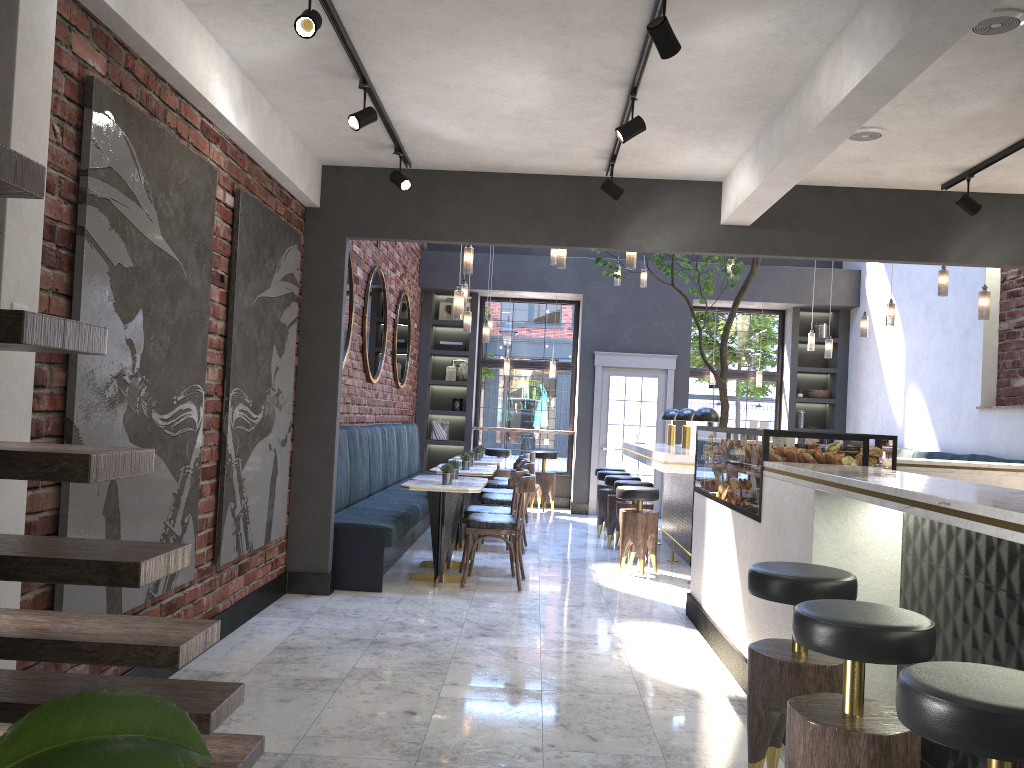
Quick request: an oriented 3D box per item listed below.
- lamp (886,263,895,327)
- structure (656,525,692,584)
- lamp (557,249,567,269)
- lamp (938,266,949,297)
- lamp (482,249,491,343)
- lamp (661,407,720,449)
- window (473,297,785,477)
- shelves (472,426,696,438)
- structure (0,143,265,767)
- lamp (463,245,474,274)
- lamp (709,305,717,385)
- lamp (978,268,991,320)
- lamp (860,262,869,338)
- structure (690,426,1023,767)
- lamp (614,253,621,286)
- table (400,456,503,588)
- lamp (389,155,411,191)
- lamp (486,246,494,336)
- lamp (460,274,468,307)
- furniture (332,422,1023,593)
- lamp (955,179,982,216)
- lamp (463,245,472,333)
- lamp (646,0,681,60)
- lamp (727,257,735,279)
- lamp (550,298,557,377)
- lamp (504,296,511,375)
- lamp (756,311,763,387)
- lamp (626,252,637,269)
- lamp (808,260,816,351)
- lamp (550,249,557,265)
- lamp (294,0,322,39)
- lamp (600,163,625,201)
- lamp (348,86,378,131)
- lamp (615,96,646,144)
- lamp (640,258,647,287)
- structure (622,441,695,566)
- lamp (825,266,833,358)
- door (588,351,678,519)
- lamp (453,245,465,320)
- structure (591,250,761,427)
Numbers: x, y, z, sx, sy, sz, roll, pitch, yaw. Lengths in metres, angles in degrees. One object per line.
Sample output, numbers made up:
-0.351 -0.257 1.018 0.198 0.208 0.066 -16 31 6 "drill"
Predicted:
3.746 -2.607 8.599 0.078 4.104 0.078 4 -2 -36 "lamp"
1.739 1.604 8.987 0.496 0.210 3.499 3 -2 2 "structure"
0.526 -3.053 7.714 0.078 4.104 0.078 2 -2 31 "lamp"
3.724 -2.790 7.508 0.078 4.104 0.078 3 -1 -14 "lamp"
-0.211 -2.541 10.528 0.078 4.104 0.078 3 -1 -14 "lamp"
1.132 -1.121 5.511 4.183 3.255 8.836 3 -2 -15 "lamp"
1.571 -1.511 6.738 6.405 5.363 12.713 3 -2 2 "window"
1.639 0.733 12.591 4.403 0.043 0.384 3 -2 2 "shelves"
-1.139 -0.302 1.108 1.000 2.844 3.031 3 -2 2 "structure"
-0.274 -2.984 7.552 0.078 4.104 0.078 3 -1 -14 "lamp"
2.875 -0.702 12.590 0.078 1.429 0.078 4 -2 -36 "lamp"
3.692 -2.539 6.803 0.078 4.104 0.078 3 -1 -14 "lamp"
3.761 -2.536 9.270 0.078 4.104 0.078 4 -2 -36 "lamp"
2.764 0.912 3.160 3.205 1.300 5.807 3 -2 2 "structure"
1.332 -3.205 10.450 0.078 4.104 0.078 3 -1 -14 "lamp"
1.504 1.318 8.889 4.599 0.751 4.831 3 -2 2 "table"
-0.718 -1.356 5.720 0.157 0.235 0.087 1 -2 43 "lamp"
-0.190 -2.655 11.104 0.078 4.104 0.078 3 -1 -14 "lamp"
-0.380 -2.805 8.713 0.078 4.104 0.078 3 -1 9 "lamp"
1.517 1.120 8.938 6.021 1.151 5.342 3 -2 2 "furniture"
2.897 -1.183 5.623 0.157 0.235 0.087 3 -1 -4 "lamp"
-0.372 -2.589 9.352 0.078 4.104 0.078 3 -1 9 "lamp"
0.585 -1.372 3.396 0.087 0.238 0.157 2 -2 41 "lamp"
2.666 -3.292 10.471 0.078 4.104 0.078 3 -1 -14 "lamp"
0.611 -0.811 12.653 0.078 1.429 0.078 4 -2 -36 "lamp"
-0.045 -0.842 12.671 0.078 1.429 0.078 2 -2 31 "lamp"
3.531 -0.671 12.572 0.078 1.429 0.078 2 -2 31 "lamp"
1.008 -2.933 6.831 0.078 4.104 0.078 2 -2 31 "lamp"
3.808 -2.461 11.044 0.078 4.104 0.078 3 -1 -14 "lamp"
0.573 -3.402 10.096 0.078 4.104 0.078 3 -1 -14 "lamp"
-0.784 -1.437 3.425 0.087 0.235 0.157 3 -2 -4 "lamp"
0.646 -1.292 5.685 0.157 0.238 0.087 3 -1 -4 "lamp"
-0.759 -1.400 4.525 0.087 0.238 0.157 2 -2 41 "lamp"
0.603 -1.334 4.491 0.157 0.238 0.087 3 -1 -4 "lamp"
1.733 -3.256 11.068 0.078 4.104 0.078 3 -1 -14 "lamp"
1.760 1.184 8.997 0.990 1.050 3.491 3 -2 2 "structure"
3.784 -2.351 10.377 0.078 4.104 0.078 3 -1 -14 "lamp"
1.625 0.696 12.062 1.132 2.218 0.152 3 -1 2 "door"
-0.314 -2.546 6.857 0.078 4.104 0.078 3 -1 -14 "lamp"
1.883 -1.309 8.082 3.744 5.987 2.807 1 -2 45 "structure"
